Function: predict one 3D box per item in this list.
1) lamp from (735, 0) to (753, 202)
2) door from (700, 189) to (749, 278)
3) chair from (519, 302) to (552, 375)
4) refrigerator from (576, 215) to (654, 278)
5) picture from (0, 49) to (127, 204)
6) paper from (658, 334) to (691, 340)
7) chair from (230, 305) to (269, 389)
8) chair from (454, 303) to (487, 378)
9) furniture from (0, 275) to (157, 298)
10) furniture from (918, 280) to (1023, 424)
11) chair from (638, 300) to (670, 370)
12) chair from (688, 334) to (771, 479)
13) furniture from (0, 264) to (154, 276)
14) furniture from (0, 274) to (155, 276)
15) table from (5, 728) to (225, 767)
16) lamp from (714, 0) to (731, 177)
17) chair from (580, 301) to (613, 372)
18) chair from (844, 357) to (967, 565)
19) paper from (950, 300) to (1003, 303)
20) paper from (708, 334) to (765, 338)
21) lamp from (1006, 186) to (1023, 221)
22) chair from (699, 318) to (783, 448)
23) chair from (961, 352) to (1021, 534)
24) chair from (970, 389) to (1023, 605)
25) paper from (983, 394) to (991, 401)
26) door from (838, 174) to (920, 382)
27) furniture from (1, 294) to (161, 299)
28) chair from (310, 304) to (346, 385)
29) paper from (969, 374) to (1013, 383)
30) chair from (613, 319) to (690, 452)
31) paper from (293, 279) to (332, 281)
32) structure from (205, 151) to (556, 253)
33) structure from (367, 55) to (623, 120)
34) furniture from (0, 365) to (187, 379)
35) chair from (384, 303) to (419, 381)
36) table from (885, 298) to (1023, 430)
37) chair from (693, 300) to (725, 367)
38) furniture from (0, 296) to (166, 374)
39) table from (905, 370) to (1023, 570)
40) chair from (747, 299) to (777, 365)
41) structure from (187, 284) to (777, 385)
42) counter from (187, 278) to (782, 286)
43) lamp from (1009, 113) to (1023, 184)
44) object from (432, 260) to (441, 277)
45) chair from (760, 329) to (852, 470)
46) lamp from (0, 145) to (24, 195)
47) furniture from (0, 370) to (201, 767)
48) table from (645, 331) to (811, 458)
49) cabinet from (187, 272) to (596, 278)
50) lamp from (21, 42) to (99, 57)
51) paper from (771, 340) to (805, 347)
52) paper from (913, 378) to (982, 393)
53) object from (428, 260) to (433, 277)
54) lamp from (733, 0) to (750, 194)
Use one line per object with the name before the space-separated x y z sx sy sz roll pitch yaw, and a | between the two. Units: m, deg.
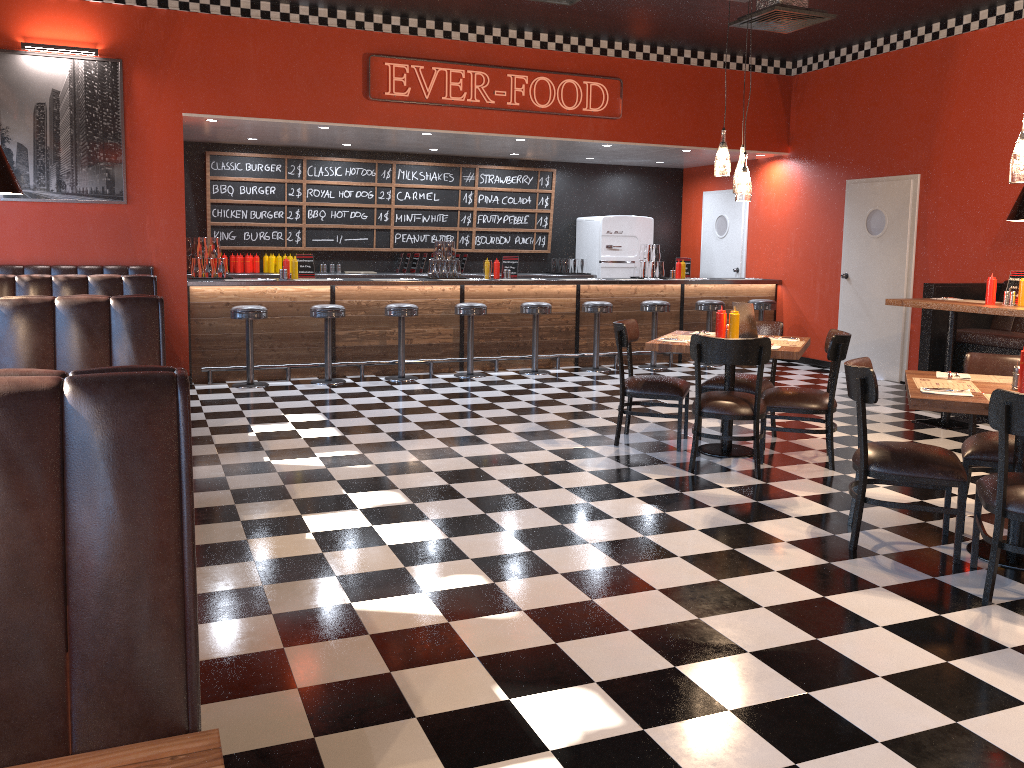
lamp | 1.553 -2.188 5.788 0.108 1.955 0.109 4 7 24
door | 2.895 -1.587 12.287 0.161 2.168 1.031 -2 7 -22
chair | 0.256 -0.506 9.670 0.349 0.771 0.350 4 7 22
refrigerator | 1.430 -1.437 12.389 0.803 1.794 0.854 -2 8 -22
picture | -4.026 -2.282 7.930 1.024 1.295 0.016 -2 7 -22
paper | 1.178 -0.321 6.135 0.261 0.001 0.367 5 10 22
chair | -2.524 -0.368 8.526 0.349 0.771 0.350 4 7 22
chair | -0.439 -0.471 9.384 0.348 0.771 0.350 3 7 17
furniture | -3.127 -0.097 5.554 1.710 1.148 0.709 -3 8 -22
furniture | 5.778 0.284 4.030 1.104 1.143 8.802 -2 9 -22
chair | 1.646 -0.575 10.241 0.348 0.771 0.350 -2 7 -22
chair | 1.374 0.108 5.611 0.487 0.863 0.547 3 8 17
furniture | -4.041 -0.460 7.755 1.710 1.148 0.709 -3 8 -22
furniture | -3.396 -0.204 6.202 1.710 1.148 0.709 -3 8 -22
table | -0.985 0.939 0.430 1.693 0.770 0.961 -3 9 -22
lamp | 1.438 -2.380 5.898 0.108 1.955 0.109 -3 8 -31
chair | 0.951 -0.541 9.955 0.349 0.771 0.350 4 7 22
chair | 1.850 0.334 4.230 0.545 0.863 0.488 3 8 19
paper | 3.710 -0.660 7.083 0.261 0.001 0.367 -2 10 -20
paper | 1.603 -0.344 6.318 0.366 0.001 0.262 5 10 25
lamp | 3.797 -2.188 6.275 0.382 2.034 0.383 3 7 19
chair | 1.688 -0.030 6.512 0.487 0.863 0.546 6 9 34
chair | 2.547 0.300 4.510 0.487 0.863 0.547 4 8 25
chair | 2.165 0.440 3.592 0.487 0.863 0.547 4 8 22
paper | 2.208 0.074 3.740 0.366 0.001 0.262 4 10 21
door | 3.965 -1.162 9.708 0.161 2.168 1.031 -2 7 -22
furniture | -2.485 0.158 4.009 1.710 1.148 0.709 -3 8 -22
chair | -1.829 -0.402 8.812 0.349 0.771 0.350 4 8 27
paper | 2.444 -0.021 4.363 0.366 0.001 0.262 4 10 21
chair | 0.983 -0.013 6.331 0.545 0.863 0.489 3 7 17
paper | -2.051 -1.068 9.102 0.365 0.001 0.262 -3 10 -21
structure | -1.540 -2.285 11.412 4.545 1.141 0.201 -3 7 -22
structure | -0.112 -3.128 9.404 2.876 0.436 0.122 -3 8 -22
furniture | -1.575 0.519 1.816 1.710 1.148 0.709 -3 8 -22
chair | -1.134 -0.437 9.098 0.349 0.771 0.350 4 8 27
table | 3.705 -0.094 6.690 0.696 0.994 1.700 -2 9 -22
chair | 2.341 -0.610 10.527 0.348 0.771 0.350 -1 7 -17
furniture | -2.216 0.265 3.361 1.710 1.148 0.709 -3 8 -22
table | 2.325 0.410 4.090 0.961 0.770 0.961 4 9 22
chair | 3.036 -0.645 10.813 0.349 0.771 0.350 4 7 22
structure | 0.124 -0.588 9.906 7.044 1.034 0.216 -3 8 -22
counter | 0.015 -1.173 10.128 7.044 0.050 0.679 -3 10 -22
lamp | 2.292 -1.868 3.844 0.108 1.955 0.109 0 7 -11
object | -0.844 -1.280 9.888 0.105 0.208 0.106 4 8 22
chair | 1.929 0.078 5.854 0.545 0.863 0.489 3 7 17
lamp | -2.772 -2.016 4.547 0.382 2.034 0.383 4 7 26
furniture | -1.306 0.626 1.168 1.710 1.148 0.709 -3 8 -22
table | 1.487 0.084 6.069 0.957 0.770 0.964 4 9 22
cabinet | -1.433 -0.914 11.364 5.287 0.994 0.678 -3 8 -22
lamp | -3.989 -2.955 7.830 0.611 0.056 0.081 -3 9 -22
paper | 1.798 -0.272 5.885 0.261 0.001 0.367 5 10 22
paper | 2.040 0.003 4.171 0.261 0.001 0.367 4 10 20
object | -0.899 -1.297 9.985 0.105 0.208 0.106 4 8 22
lamp | 1.567 -2.265 5.903 0.108 1.955 0.109 -4 8 -35
